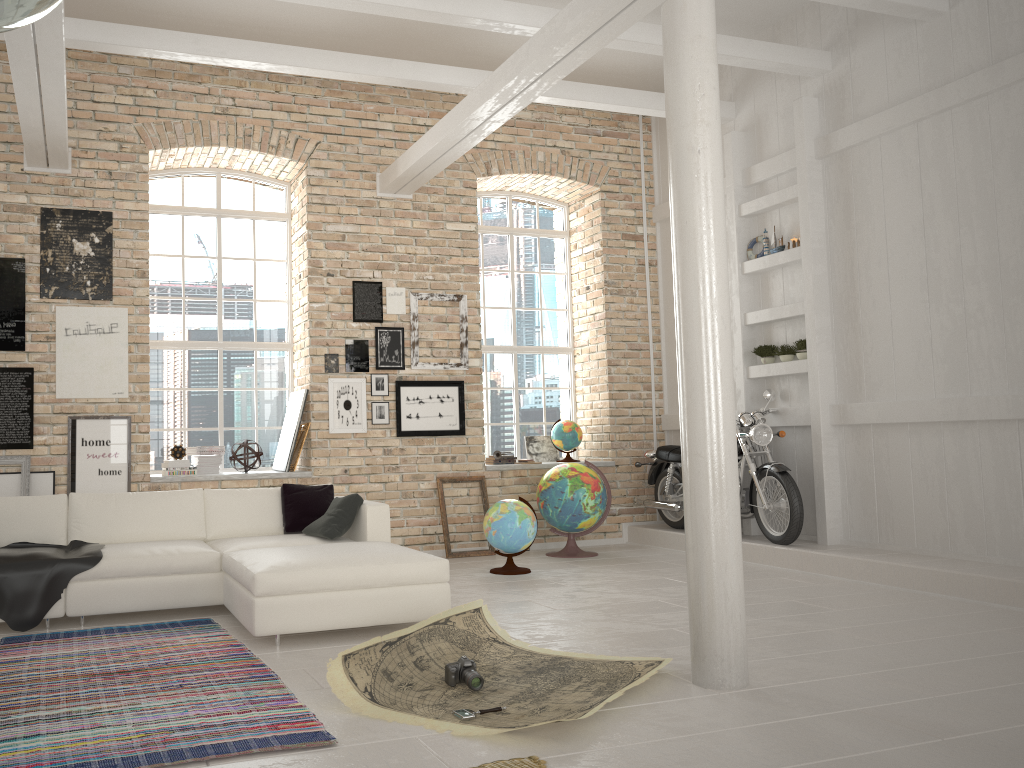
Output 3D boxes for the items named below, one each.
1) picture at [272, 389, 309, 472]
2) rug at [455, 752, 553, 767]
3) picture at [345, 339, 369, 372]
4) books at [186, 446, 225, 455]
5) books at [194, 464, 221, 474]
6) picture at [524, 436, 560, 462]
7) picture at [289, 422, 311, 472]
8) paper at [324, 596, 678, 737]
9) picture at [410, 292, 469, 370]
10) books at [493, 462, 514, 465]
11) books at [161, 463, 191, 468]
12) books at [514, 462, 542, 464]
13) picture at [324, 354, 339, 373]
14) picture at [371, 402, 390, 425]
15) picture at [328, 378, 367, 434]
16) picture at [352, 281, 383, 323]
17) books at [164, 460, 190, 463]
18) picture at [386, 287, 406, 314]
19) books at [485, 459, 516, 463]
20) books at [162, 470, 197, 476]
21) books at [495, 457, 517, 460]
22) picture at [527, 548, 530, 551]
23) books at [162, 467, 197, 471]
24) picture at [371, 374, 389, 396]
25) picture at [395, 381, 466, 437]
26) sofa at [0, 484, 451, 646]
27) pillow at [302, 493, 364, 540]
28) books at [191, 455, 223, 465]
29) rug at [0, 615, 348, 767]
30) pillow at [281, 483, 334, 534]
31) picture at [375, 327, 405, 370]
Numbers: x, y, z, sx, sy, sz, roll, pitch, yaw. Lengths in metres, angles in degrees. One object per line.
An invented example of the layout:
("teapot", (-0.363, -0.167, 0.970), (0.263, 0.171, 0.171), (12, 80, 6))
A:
("picture", (-2.098, 0.444, 8.443), (0.234, 0.764, 0.616), (0, -4, -25))
("rug", (-0.435, 1.227, 1.977), (2.081, 0.021, 1.621), (1, -4, -29))
("picture", (-1.458, -0.265, 8.394), (0.220, 0.306, 0.015), (0, -4, -20))
("books", (-2.851, 0.619, 8.298), (0.284, 0.085, 0.244), (2, -5, -43))
("books", (-2.840, 0.787, 8.294), (0.229, 0.088, 0.329), (0, -4, -19))
("picture", (0.330, 0.711, 9.702), (0.375, 0.292, 0.070), (0, -4, -20))
("picture", (-1.992, 0.591, 8.295), (0.165, 0.460, 0.380), (0, -4, -26))
("paper", (0.017, 1.213, 3.961), (1.128, 0.265, 1.375), (-3, -4, 31))
("picture", (-0.708, -0.510, 8.682), (0.577, 0.749, 0.026), (0, -4, -20))
("books", (-0.117, 0.812, 9.091), (0.244, 0.025, 0.211), (0, -4, -22))
("books", (-2.989, 0.722, 7.924), (0.190, 0.041, 0.206), (1, -4, -37))
("books", (0.158, 0.799, 8.979), (0.217, 0.022, 0.184), (0, -4, -23))
("picture", (-1.680, -0.193, 8.307), (0.129, 0.179, 0.009), (-1, -4, -15))
("picture", (-1.244, 0.277, 8.430), (0.168, 0.213, 0.012), (0, -4, -20))
("picture", (-1.534, 0.202, 8.325), (0.350, 0.514, 0.014), (0, -4, -20))
("picture", (-1.369, -0.780, 8.466), (0.283, 0.394, 0.019), (0, -4, -20))
("books", (-2.984, 0.687, 7.928), (0.173, 0.030, 0.187), (1, -4, -34))
("picture", (-1.115, -0.799, 8.565), (0.186, 0.259, 0.013), (0, -4, -20))
("books", (-0.119, 0.786, 9.096), (0.243, 0.030, 0.213), (0, -4, -24))
("books", (-2.955, 0.787, 7.916), (0.263, 0.048, 0.230), (0, -4, -26))
("books", (-0.112, 0.761, 9.103), (0.244, 0.026, 0.214), (1, -4, -27))
("picture", (0.029, 1.470, 8.773), (0.256, 0.351, 0.100), (0, -4, -21))
("books", (-2.953, 0.751, 7.920), (0.257, 0.024, 0.230), (0, -4, -26))
("picture", (-1.253, 0.009, 8.449), (0.168, 0.213, 0.012), (0, -4, -20))
("picture", (-0.786, 0.236, 8.594), (0.683, 0.535, 0.033), (0, -4, -20))
("sofa", (-2.301, 1.126, 5.627), (3.134, 0.842, 2.270), (0, -4, -22))
("pillow", (-1.273, 0.929, 6.336), (0.321, 0.305, 0.441), (1, -4, -34))
("books", (-2.843, 0.704, 8.301), (0.225, 0.088, 0.335), (1, -4, -29))
("rug", (-1.824, 1.408, 4.238), (1.340, 0.008, 2.813), (0, -4, -26))
("pillow", (-1.527, 0.940, 6.705), (0.408, 0.390, 0.253), (0, -4, -21))
("picture", (-1.163, -0.339, 8.501), (0.279, 0.409, 0.010), (0, -4, -20))
